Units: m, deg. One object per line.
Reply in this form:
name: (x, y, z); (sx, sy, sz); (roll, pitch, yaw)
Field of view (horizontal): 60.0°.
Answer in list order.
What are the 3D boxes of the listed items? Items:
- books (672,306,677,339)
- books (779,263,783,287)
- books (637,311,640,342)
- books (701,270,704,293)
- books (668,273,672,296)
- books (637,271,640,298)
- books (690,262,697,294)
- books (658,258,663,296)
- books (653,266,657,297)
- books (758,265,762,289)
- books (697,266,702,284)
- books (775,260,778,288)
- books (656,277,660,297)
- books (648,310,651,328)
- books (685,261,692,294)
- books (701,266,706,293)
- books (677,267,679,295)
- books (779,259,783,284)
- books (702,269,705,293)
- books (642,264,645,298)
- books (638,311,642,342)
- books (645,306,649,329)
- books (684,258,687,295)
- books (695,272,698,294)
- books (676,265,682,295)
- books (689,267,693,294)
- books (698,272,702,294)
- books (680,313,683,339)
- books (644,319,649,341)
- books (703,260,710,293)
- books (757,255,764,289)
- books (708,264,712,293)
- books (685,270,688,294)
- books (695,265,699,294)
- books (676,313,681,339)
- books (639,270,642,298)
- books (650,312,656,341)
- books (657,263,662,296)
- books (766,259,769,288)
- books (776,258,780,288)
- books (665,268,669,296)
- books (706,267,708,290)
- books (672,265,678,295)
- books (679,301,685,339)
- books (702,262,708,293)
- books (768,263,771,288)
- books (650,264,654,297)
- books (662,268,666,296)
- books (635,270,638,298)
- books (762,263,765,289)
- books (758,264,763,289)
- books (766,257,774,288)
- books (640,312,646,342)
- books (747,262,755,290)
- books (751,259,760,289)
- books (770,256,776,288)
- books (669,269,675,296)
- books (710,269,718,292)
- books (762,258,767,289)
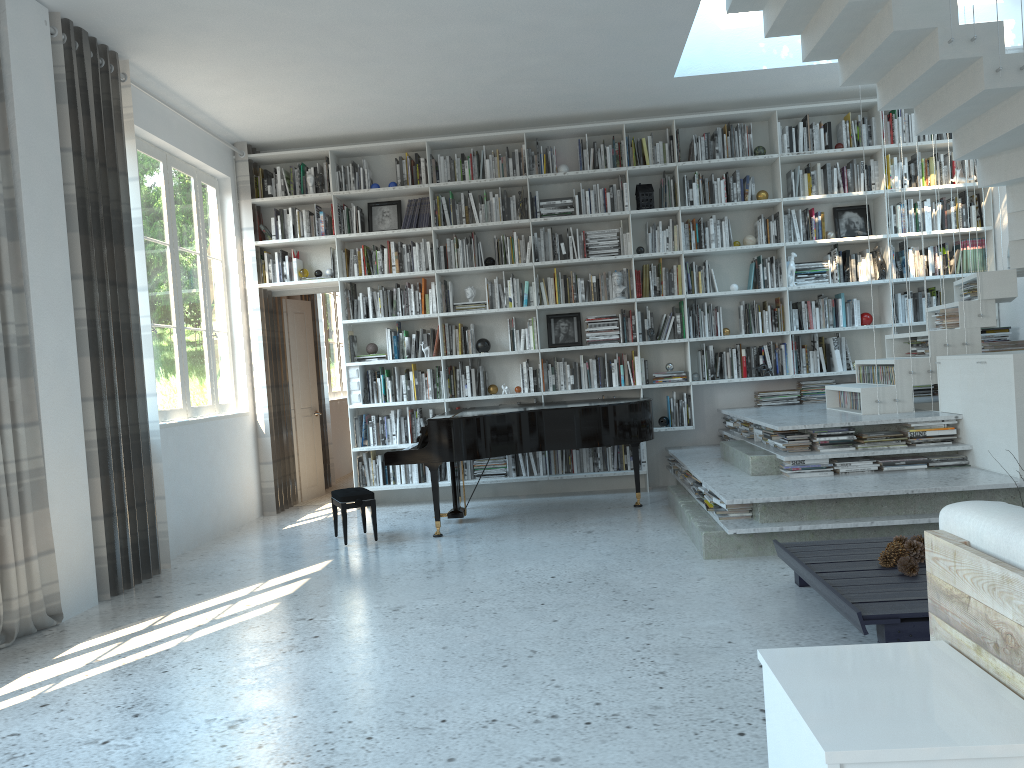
books: (1.404, -0.524, 7.659); (0.013, 0.286, 0.138); (-4, 1, 4)
books: (2.278, -0.916, 7.583); (0.023, 0.212, 0.164); (-4, 1, 4)
books: (1.084, -0.501, 7.685); (0.012, 0.285, 0.159); (-4, 1, 4)
books: (1.626, -0.869, 7.627); (0.014, 0.209, 0.156); (-4, 1, 4)
books: (1.353, -0.847, 7.630); (0.034, 0.204, 0.181); (-4, 1, 4)
books: (1.091, -0.849, 7.672); (0.014, 0.244, 0.145); (-4, 1, 4)
books: (1.556, -0.899, 7.607); (0.013, 0.279, 0.191); (-4, 1, 4)
books: (1.284, -0.909, 7.646); (0.021, 0.338, 0.169); (-4, 1, 4)
books: (1.230, -0.876, 7.669); (0.035, 0.278, 0.139); (-4, 1, 4)
books: (2.108, -0.903, 7.586); (0.006, 0.210, 0.188); (-4, 1, 4)
books: (1.614, -0.885, 7.628); (0.008, 0.242, 0.169); (-4, 1, 4)
books: (2.248, -0.930, 7.587); (0.013, 0.245, 0.158); (-4, 1, 4)
books: (1.258, -0.829, 7.671); (0.030, 0.181, 0.131); (-4, 1, 4)
books: (1.189, -0.499, 7.678); (0.012, 0.266, 0.157); (-4, 1, 4)
books: (1.512, -0.900, 7.625); (0.035, 0.288, 0.191); (-4, 1, 4)
books: (1.647, -0.887, 7.629); (0.017, 0.243, 0.132); (-4, 1, 4)
books: (1.421, -0.874, 7.654); (0.019, 0.248, 0.149); (-4, 1, 4)
books: (2.293, -0.933, 7.572); (0.010, 0.245, 0.158); (-4, 1, 4)
books: (1.636, -0.871, 7.619); (0.007, 0.212, 0.158); (-4, 1, 4)
books: (1.133, -0.876, 7.654); (0.035, 0.293, 0.145); (-4, 1, 4)
books: (1.103, -0.492, 7.683); (0.024, 0.263, 0.154); (-4, 1, 4)
books: (1.174, -0.518, 7.669); (0.013, 0.307, 0.141); (-4, 1, 4)
books: (1.480, -0.913, 7.623); (0.006, 0.319, 0.164); (-4, 1, 4)
books: (1.574, -0.857, 7.630); (0.014, 0.192, 0.146); (-4, 1, 4)
books: (1.440, -0.886, 7.650); (0.033, 0.269, 0.141); (-4, 1, 4)
books: (1.536, -0.880, 7.644); (0.007, 0.244, 0.145); (-4, 1, 4)
books: (1.602, -0.858, 7.603); (0.017, 0.192, 0.191); (-4, 1, 4)
books: (1.452, -0.497, 7.647); (0.021, 0.226, 0.148); (-4, 1, 4)
books: (1.157, -0.459, 7.657); (0.027, 0.192, 0.182); (-4, 1, 4)
books: (1.672, -0.911, 7.624); (0.013, 0.287, 0.158); (-4, 1, 4)
books: (2.128, -0.947, 7.599); (0.013, 0.295, 0.154); (-4, 1, 4)
books: (1.696, -0.896, 7.630); (0.007, 0.254, 0.161); (-4, 1, 4)
books: (1.495, -0.865, 7.637); (0.015, 0.220, 0.154); (-4, 1, 4)
books: (1.586, -0.890, 7.634); (0.013, 0.256, 0.144); (-4, 1, 4)
books: (1.426, -0.493, 7.637); (0.029, 0.223, 0.171); (-4, 1, 4)
books: (1.107, -0.852, 7.683); (0.013, 0.247, 0.176); (-4, 1, 4)
books: (1.213, -0.492, 7.677); (0.035, 0.248, 0.140); (-4, 1, 4)
books: (1.271, -0.886, 7.629); (0.019, 0.293, 0.182); (-4, 1, 4)
books: (2.167, -0.932, 7.584); (0.015, 0.259, 0.152); (-4, 1, 4)
books: (2.259, -0.935, 7.568); (0.011, 0.253, 0.169); (-4, 1, 4)
books: (1.327, -0.864, 7.624); (0.027, 0.242, 0.188); (-4, 1, 4)
books: (1.663, -0.904, 7.624); (0.006, 0.274, 0.167); (-4, 1, 4)
books: (1.401, -0.882, 7.640); (0.032, 0.266, 0.143); (-4, 1, 4)
books: (1.466, -0.547, 7.642); (0.014, 0.325, 0.182); (-4, 1, 4)
books: (1.657, -0.902, 7.619); (0.006, 0.270, 0.178); (-4, 1, 4)
books: (2.181, -0.915, 7.576); (0.012, 0.224, 0.178); (-4, 1, 4)
books: (1.208, -0.882, 7.647); (0.019, 0.294, 0.163); (-4, 1, 4)
books: (1.305, -0.868, 7.650); (0.033, 0.253, 0.174); (-4, 1, 4)
books: (1.074, -0.854, 7.675); (0.015, 0.255, 0.150); (-4, 1, 4)
books: (2.140, -0.915, 7.601); (0.007, 0.230, 0.146); (-4, 1, 4)
books: (2.117, -0.908, 7.586); (0.013, 0.219, 0.187); (-4, 1, 4)
books: (2.199, -0.942, 7.590); (0.032, 0.275, 0.154); (-4, 1, 4)
books: (1.129, -0.488, 7.678); (0.028, 0.253, 0.142); (-4, 1, 4)
books: (2.049, -0.913, 7.603); (0.056, 0.241, 0.153); (-4, 1, 4)
books: (2.085, -0.929, 7.593); (0.021, 0.264, 0.174); (-4, 1, 4)
books: (2.220, -0.942, 7.567); (0.012, 0.273, 0.183); (-4, 1, 4)
books: (1.379, -0.867, 7.648); (0.028, 0.239, 0.145); (-4, 1, 4)
books: (1.725, -0.875, 7.602); (0.051, 0.210, 0.176); (-4, 1, 4)
books: (2.150, -0.932, 7.585); (0.018, 0.263, 0.165); (-4, 1, 4)
